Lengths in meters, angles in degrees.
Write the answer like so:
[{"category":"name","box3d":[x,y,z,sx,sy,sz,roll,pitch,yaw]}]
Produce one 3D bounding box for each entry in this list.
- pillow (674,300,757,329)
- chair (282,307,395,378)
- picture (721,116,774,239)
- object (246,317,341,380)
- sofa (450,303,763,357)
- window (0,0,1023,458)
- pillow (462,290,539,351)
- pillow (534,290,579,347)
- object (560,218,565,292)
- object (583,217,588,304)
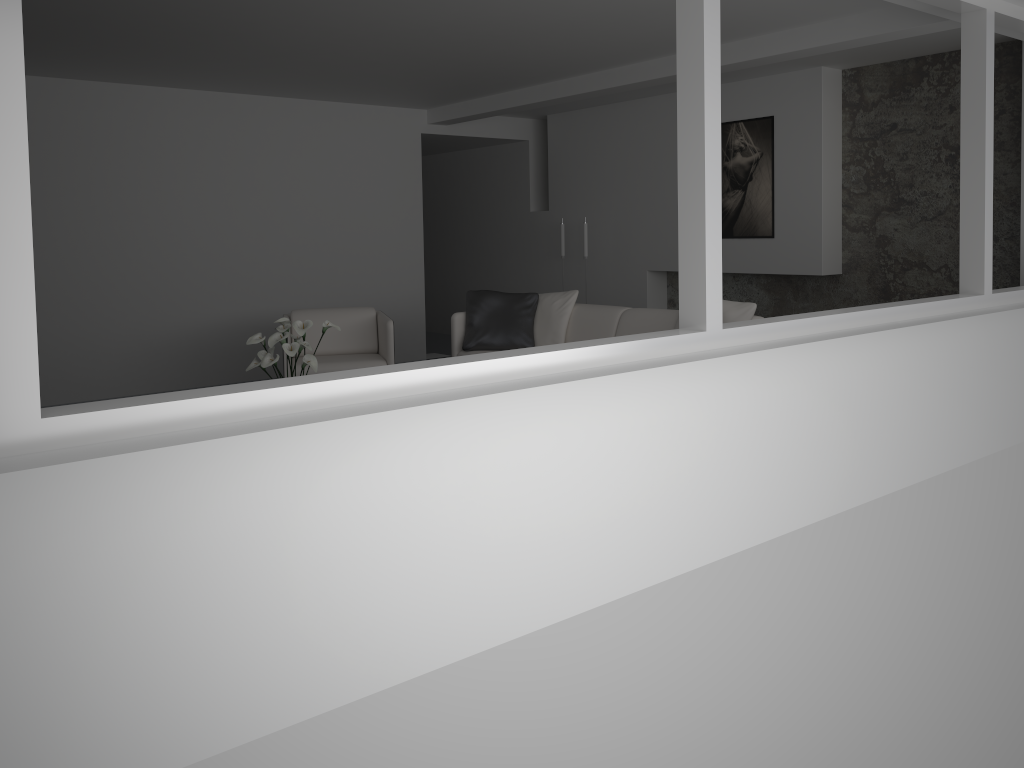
[{"category":"pillow","box3d":[1.222,-0.309,5.560,0.300,0.503,0.591,-4,7,-34]},{"category":"chair","box3d":[-1.290,-0.208,6.475,0.768,0.655,0.929,-3,8,-14]},{"category":"picture","box3d":[1.919,-1.743,7.520,0.004,0.996,0.749,-3,6,-38]},{"category":"object","box3d":[-1.219,0.040,4.870,0.378,0.791,0.450,2,5,34]},{"category":"sofa","box3d":[0.616,-0.181,6.100,0.925,0.654,2.252,-7,11,-40]},{"category":"window","box3d":[0.593,-0.807,2.790,8.099,1.420,0.110,-9,7,-38]},{"category":"pillow","box3d":[-0.083,-0.480,6.632,0.565,0.446,0.280,0,5,5]},{"category":"pillow","box3d":[0.222,-0.464,6.690,0.587,0.495,0.325,5,8,40]},{"category":"object","box3d":[0.526,-0.999,9.016,0.181,1.385,0.180,-4,4,-38]},{"category":"object","box3d":[0.726,-0.932,8.603,0.181,1.385,0.180,-4,4,-38]}]
